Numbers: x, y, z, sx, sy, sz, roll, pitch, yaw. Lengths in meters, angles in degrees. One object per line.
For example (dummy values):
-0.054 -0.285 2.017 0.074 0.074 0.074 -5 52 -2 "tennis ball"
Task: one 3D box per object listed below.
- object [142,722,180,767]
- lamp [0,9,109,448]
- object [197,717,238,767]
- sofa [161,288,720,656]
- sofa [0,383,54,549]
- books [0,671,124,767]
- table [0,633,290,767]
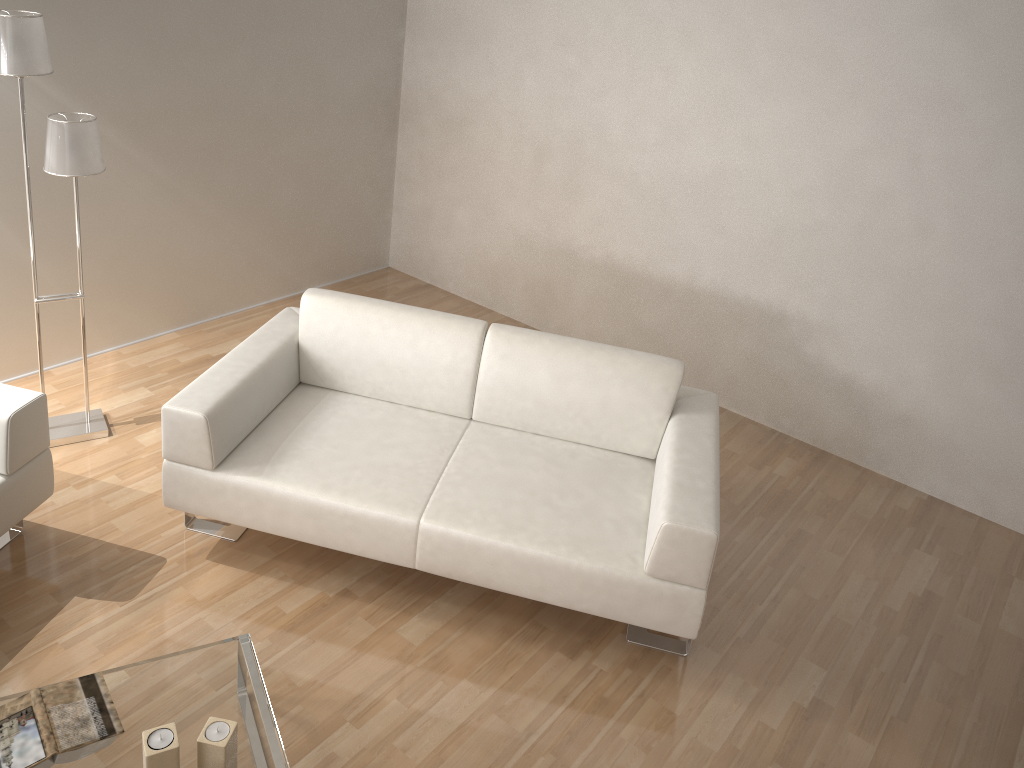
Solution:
-0.748 0.820 1.868 0.067 0.186 0.070 -5 24 -28 "object"
-1.715 -0.539 3.292 0.368 1.583 0.218 -7 25 -33 "lamp"
-0.654 0.817 1.944 0.067 0.143 0.070 9 22 4 "object"
-0.190 0.228 3.114 1.790 0.702 0.953 12 25 9 "sofa"
-2.120 0.510 2.104 0.910 0.700 1.877 11 26 8 "sofa"
-1.067 0.788 2.000 0.296 0.053 0.212 -14 33 -36 "books"
-0.867 1.002 1.949 0.705 0.236 0.835 -7 30 -27 "table"
